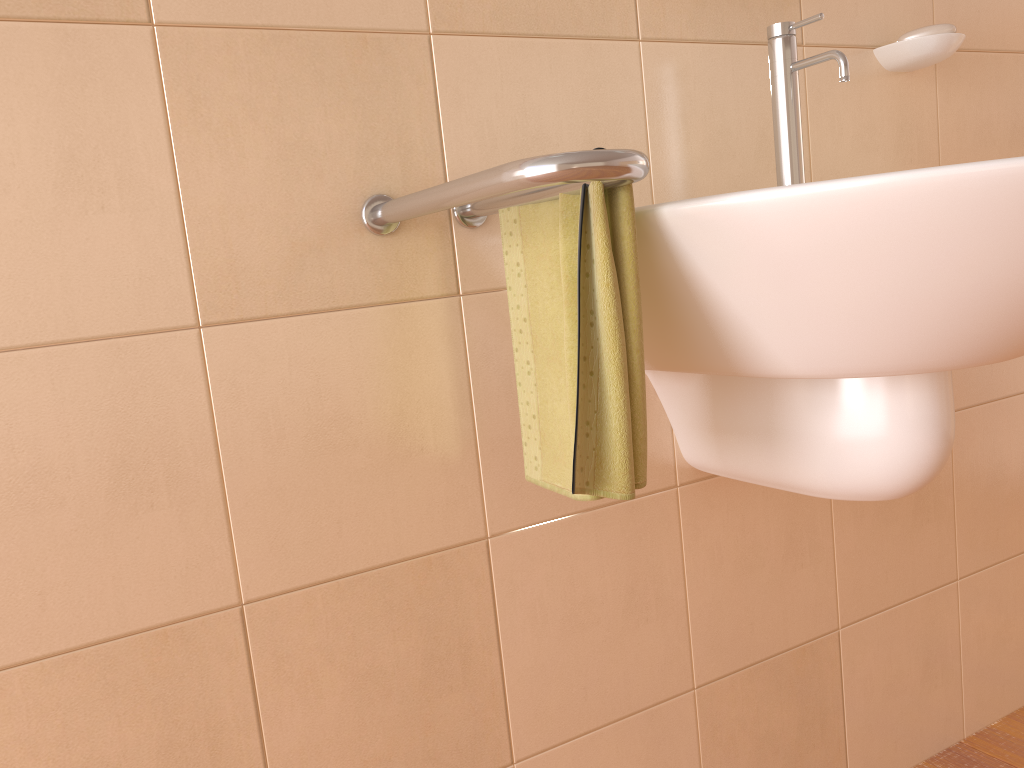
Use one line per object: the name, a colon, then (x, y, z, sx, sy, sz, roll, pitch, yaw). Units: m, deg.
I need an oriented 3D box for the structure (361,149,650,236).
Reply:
structure: (-0.009, -0.167, 0.772, 0.142, 0.042, 0.333, -10, 9, -28)

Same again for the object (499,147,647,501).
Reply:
object: (0.057, -0.049, 0.812, 0.085, 0.306, 0.181, -8, 8, -12)

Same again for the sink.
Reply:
sink: (0.415, -0.143, 0.895, 0.683, 0.516, 0.539, -10, 9, -28)

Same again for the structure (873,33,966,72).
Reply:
structure: (0.566, -0.451, 1.210, 0.117, 0.029, 0.092, -10, 9, -28)

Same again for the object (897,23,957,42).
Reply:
object: (0.564, -0.473, 1.209, 0.075, 0.023, 0.050, -2, 8, 26)
